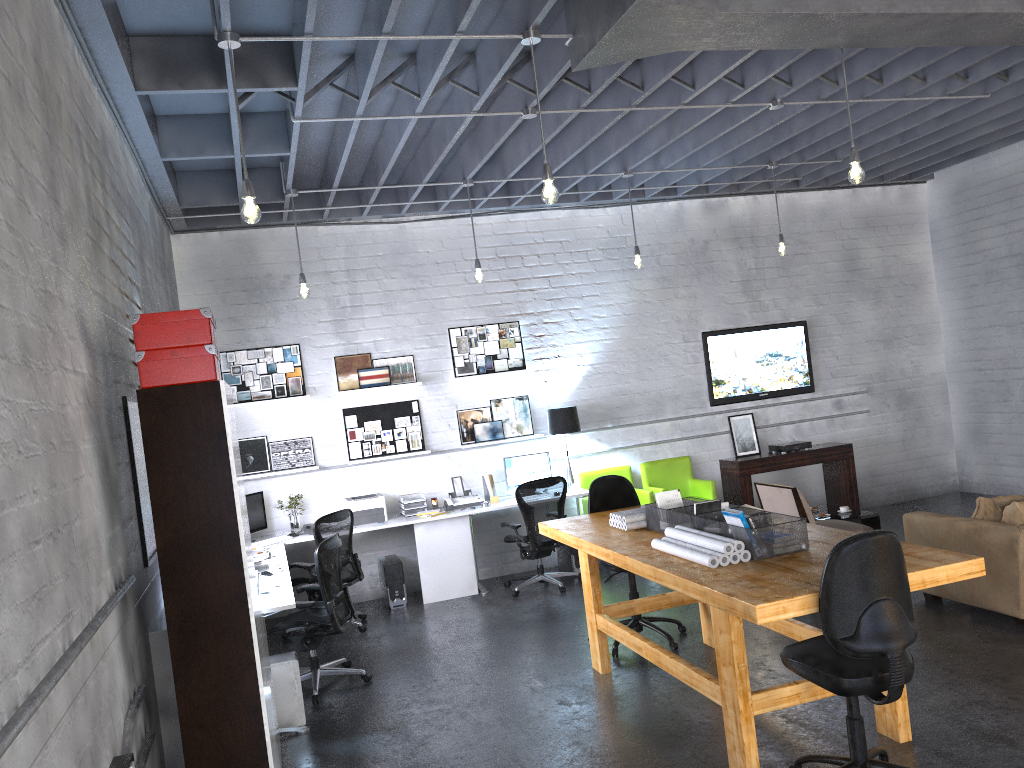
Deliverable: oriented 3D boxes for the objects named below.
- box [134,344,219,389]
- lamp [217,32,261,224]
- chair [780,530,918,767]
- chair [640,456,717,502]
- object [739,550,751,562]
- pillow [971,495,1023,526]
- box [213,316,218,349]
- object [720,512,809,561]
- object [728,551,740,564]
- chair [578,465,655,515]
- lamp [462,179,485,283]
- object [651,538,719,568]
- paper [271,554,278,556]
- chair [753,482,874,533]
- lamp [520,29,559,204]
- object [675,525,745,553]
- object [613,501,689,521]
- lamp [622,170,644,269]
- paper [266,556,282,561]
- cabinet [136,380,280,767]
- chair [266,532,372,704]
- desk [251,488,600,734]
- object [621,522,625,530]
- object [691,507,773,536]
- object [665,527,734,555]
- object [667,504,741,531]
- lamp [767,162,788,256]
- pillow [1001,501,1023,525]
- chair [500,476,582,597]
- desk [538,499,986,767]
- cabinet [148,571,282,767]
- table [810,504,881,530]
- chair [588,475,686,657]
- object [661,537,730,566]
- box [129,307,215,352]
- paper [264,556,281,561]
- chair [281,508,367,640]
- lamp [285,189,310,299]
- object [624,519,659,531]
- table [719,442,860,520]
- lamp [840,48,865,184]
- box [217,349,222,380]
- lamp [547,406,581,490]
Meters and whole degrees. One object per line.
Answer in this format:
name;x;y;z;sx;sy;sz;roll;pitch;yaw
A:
box;-1.199;-0.059;3.199;0.270;0.131;0.206;-7;0;-16
lamp;-1.268;-1.184;4.137;0.104;0.878;0.104;-7;1;-16
chair;1.376;1.166;3.714;0.658;1.165;0.687;-7;1;-18
chair;1.748;1.248;9.229;0.611;0.920;0.516;-7;1;-16
object;1.030;0.834;4.544;0.058;0.057;0.635;-7;0;-16
pillow;3.342;0.938;6.058;0.523;0.403;0.319;-7;1;4
box;-1.273;-0.181;3.398;0.268;0.133;0.206;-7;0;-16
object;1.255;0.756;4.418;0.316;0.156;0.306;-7;0;-16
object;0.976;0.840;4.529;0.057;0.058;0.635;-7;0;-16
chair;1.085;1.330;9.039;0.611;0.920;0.516;-7;1;-16
lamp;-0.328;-1.297;7.556;0.104;0.878;0.104;-7;1;-16
object;0.867;0.854;4.498;0.057;0.058;0.635;-7;0;-16
paper;-1.956;1.375;7.059;0.158;0.001;0.115;-7;0;-33
chair;2.504;1.192;7.284;0.724;0.842;0.575;-7;1;-16
lamp;0.146;-1.358;4.542;0.104;0.878;0.104;-7;1;-16
object;0.998;0.788;4.536;0.057;0.057;0.635;-7;0;-16
object;0.889;0.807;5.634;0.519;0.047;0.046;-7;0;-16
lamp;1.087;-1.471;7.962;0.104;0.878;0.104;-7;1;-16
paper;-1.889;1.367;6.943;0.158;0.001;0.115;-7;0;-28
cabinet;-1.152;1.033;3.532;0.291;2.047;0.873;-7;1;-16
chair;-1.403;1.578;6.100;0.752;1.031;0.732;-7;1;-12
desk;-0.588;1.602;7.113;3.572;0.785;3.300;-7;0;-16
object;0.925;0.844;5.523;0.519;0.047;0.047;-7;0;-16
object;1.171;0.767;4.713;0.316;0.156;0.306;-7;0;-16
object;0.943;0.795;4.520;0.057;0.057;0.635;-7;0;-16
object;1.087;0.777;5.009;0.316;0.156;0.306;-7;0;-16
lamp;2.506;-1.646;8.370;0.104;0.878;0.104;-7;1;28
pillow;3.532;0.915;5.892;0.704;0.402;0.291;-7;1;-16
chair;0.200;1.382;8.235;0.753;1.031;0.731;-6;1;43
desk;1.157;1.314;5.005;1.114;0.926;2.833;-7;0;-16
cabinet;-1.466;1.590;4.510;0.465;1.021;1.152;-7;0;-16
table;2.927;1.414;8.587;0.872;0.300;0.873;-7;0;-12
chair;0.856;1.232;6.233;0.658;1.165;0.687;-7;1;-18
object;0.922;0.847;4.513;0.058;0.057;0.635;-7;0;-16
box;-1.215;-0.187;3.197;0.270;0.131;0.206;-7;0;-16
paper;-1.895;1.367;6.947;0.158;0.001;0.115;-7;0;-28
chair;-1.635;1.608;7.549;0.753;1.031;0.731;-7;1;8
lamp;-1.725;-1.124;7.156;0.104;0.878;0.104;-7;1;-16
object;0.938;0.842;5.478;0.519;0.047;0.047;-7;0;-16
table;3.029;1.141;9.656;1.409;0.820;0.404;-7;1;-16
lamp;1.915;-1.576;5.050;0.104;0.878;0.104;-7;1;-16
box;-1.256;-0.051;3.400;0.270;0.131;0.206;-7;0;-16
lamp;0.551;0.649;8.931;0.333;0.832;0.333;-6;1;35
